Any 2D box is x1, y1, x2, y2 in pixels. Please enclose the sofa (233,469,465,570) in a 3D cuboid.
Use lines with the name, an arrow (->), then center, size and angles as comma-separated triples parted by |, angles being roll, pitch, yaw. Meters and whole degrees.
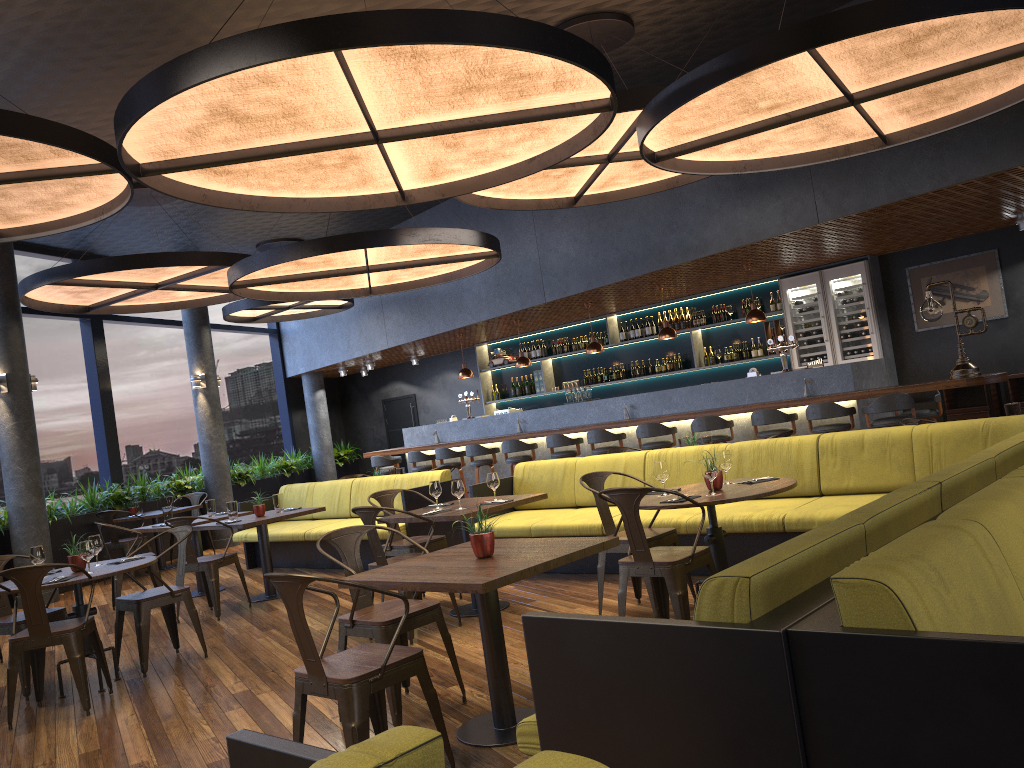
sofa -> -1.907, 1.543, 9.819 | 3.061, 0.914, 0.966 | -10, -3, 42

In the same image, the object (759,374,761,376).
object -> 3.454, 0.108, 12.351 | 0.310, 0.492, 0.204 | -10, -3, 42

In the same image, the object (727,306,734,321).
object -> 3.072, -0.995, 12.475 | 0.097, 0.206, 0.097 | -9, -2, 11

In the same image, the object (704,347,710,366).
object -> 2.815, -0.396, 12.863 | 0.079, 0.281, 0.079 | -6, -3, -44

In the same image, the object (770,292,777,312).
object -> 3.564, -1.116, 12.115 | 0.079, 0.281, 0.079 | -7, -3, -39

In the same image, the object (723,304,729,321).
object -> 3.037, -1.008, 12.625 | 0.063, 0.254, 0.063 | -9, -2, 29

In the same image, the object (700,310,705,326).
object -> 2.741, -0.946, 12.775 | 0.056, 0.227, 0.056 | -9, -2, 29

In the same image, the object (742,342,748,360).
object -> 3.256, -0.462, 12.403 | 0.063, 0.254, 0.063 | -8, -2, 5

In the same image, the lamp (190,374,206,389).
lamp -> -4.790, -0.040, 13.453 | 0.215, 0.215, 0.189 | -8, -2, 3

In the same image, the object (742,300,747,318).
object -> 3.239, -1.047, 12.367 | 0.063, 0.254, 0.063 | -8, -2, -6

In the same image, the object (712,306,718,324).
object -> 2.880, -0.985, 12.631 | 0.063, 0.254, 0.063 | -10, -3, 39

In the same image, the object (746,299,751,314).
object -> 3.268, -1.055, 12.259 | 0.063, 0.254, 0.063 | -8, -2, -20

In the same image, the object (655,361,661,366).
object -> 2.225, -0.251, 13.509 | 0.097, 0.206, 0.097 | -8, -2, -16

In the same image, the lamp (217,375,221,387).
lamp -> -4.685, -0.036, 14.007 | 0.215, 0.215, 0.189 | -9, -2, 21

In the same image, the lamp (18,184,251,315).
lamp -> -4.136, -1.620, 10.166 | 2.778, 1.159, 2.778 | -8, -2, -12

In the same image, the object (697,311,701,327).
object -> 2.696, -0.938, 12.816 | 0.056, 0.227, 0.056 | -9, -2, 19

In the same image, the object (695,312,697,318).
object -> 2.693, -0.935, 12.902 | 0.056, 0.227, 0.056 | -10, -3, 44

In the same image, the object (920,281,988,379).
object -> 4.220, -0.526, 8.454 | 0.566, 0.944, 0.263 | -10, -2, 35

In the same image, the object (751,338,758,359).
object -> 3.370, -0.496, 12.353 | 0.079, 0.281, 0.079 | -9, -2, 16

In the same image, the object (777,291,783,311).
object -> 3.634, -1.128, 12.052 | 0.079, 0.281, 0.079 | -9, -2, 11

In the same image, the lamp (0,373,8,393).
lamp -> -5.881, 0.001, 10.044 | 0.215, 0.215, 0.189 | -9, -2, 9

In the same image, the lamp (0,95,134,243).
lamp -> -4.052, -1.783, 5.812 | 2.778, 1.159, 2.778 | -9, -2, 20

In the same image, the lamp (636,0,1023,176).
lamp -> 2.108, -2.503, 5.768 | 2.778, 1.475, 2.778 | -6, -3, -44

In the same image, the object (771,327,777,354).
object -> 3.584, -0.587, 12.112 | 0.091, 0.369, 0.092 | -9, -2, 11

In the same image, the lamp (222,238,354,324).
lamp -> -3.509, -1.649, 13.720 | 1.979, 1.093, 1.979 | -8, -2, 6

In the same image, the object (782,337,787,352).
object -> 3.702, -0.530, 12.013 | 0.097, 0.206, 0.097 | -8, -2, -8

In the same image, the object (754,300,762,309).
object -> 3.388, -1.050, 12.206 | 0.097, 0.206, 0.097 | -9, -2, 11

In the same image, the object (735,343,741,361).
object -> 3.181, -0.448, 12.507 | 0.063, 0.254, 0.063 | -8, -2, -20

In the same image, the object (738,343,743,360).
object -> 3.230, -0.453, 12.575 | 0.063, 0.254, 0.063 | -8, -2, 5

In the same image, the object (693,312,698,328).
object -> 2.652, -0.930, 12.857 | 0.056, 0.227, 0.056 | -8, -2, 4

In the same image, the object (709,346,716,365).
object -> 2.883, -0.408, 12.800 | 0.079, 0.281, 0.079 | -9, -2, 21

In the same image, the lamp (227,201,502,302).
lamp -> -1.586, -1.846, 9.193 | 2.778, 1.475, 2.778 | -9, -2, 7

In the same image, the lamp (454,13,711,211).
lamp -> 0.751, -2.422, 7.557 | 2.778, 1.159, 2.778 | -8, -2, 2

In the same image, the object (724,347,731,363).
object -> 3.043, -0.411, 12.548 | 0.088, 0.224, 0.088 | -9, -2, 12

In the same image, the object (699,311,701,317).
object -> 2.736, -0.942, 12.862 | 0.056, 0.227, 0.056 | -8, -2, 4

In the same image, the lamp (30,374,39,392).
lamp -> -5.753, 0.002, 10.593 | 0.215, 0.215, 0.189 | -9, -2, 18

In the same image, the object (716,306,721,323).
object -> 2.951, -0.993, 12.701 | 0.063, 0.254, 0.063 | -8, -2, 4

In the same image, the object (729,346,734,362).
object -> 3.128, -0.421, 12.619 | 0.088, 0.224, 0.088 | -10, -2, 37

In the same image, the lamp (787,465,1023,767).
lamp -> 4.672, -0.513, 4.379 | 3.017, 2.714, 9.057 | -10, -3, 42

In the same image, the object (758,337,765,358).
object -> 3.439, -0.508, 12.289 | 0.079, 0.281, 0.079 | -10, -2, 36

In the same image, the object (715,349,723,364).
object -> 2.958, -0.386, 12.662 | 0.097, 0.206, 0.097 | -9, -2, 11

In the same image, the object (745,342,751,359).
object -> 3.305, -0.467, 12.471 | 0.063, 0.254, 0.063 | -7, -3, -40

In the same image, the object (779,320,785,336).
object -> 3.668, -0.761, 12.021 | 0.097, 0.206, 0.097 | -8, -2, -8

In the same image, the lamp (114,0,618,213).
lamp -> -0.879, -2.089, 5.155 | 2.778, 1.475, 2.778 | -8, -2, 1

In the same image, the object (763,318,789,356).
object -> 3.629, -0.642, 12.064 | 0.300, 0.475, 0.161 | -10, -3, 42

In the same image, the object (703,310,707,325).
object -> 2.781, -0.950, 12.821 | 0.056, 0.227, 0.056 | -10, -3, 44

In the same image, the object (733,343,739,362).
object -> 3.132, -0.443, 12.444 | 0.063, 0.254, 0.063 | -6, -3, -45

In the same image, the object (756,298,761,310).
object -> 3.427, -1.075, 12.336 | 0.063, 0.254, 0.063 | -7, -3, -40

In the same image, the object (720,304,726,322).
object -> 2.975, -1.002, 12.555 | 0.063, 0.254, 0.063 | -9, -2, 14

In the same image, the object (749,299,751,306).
object -> 3.324, -1.060, 12.344 | 0.063, 0.254, 0.063 | -8, -2, 5
